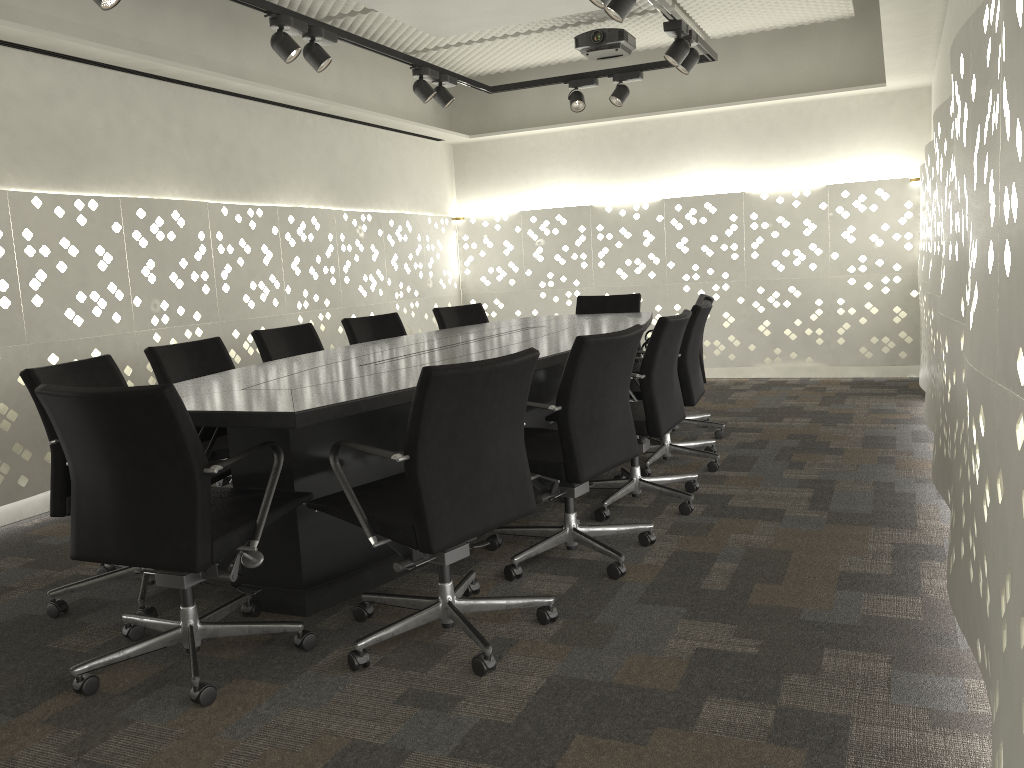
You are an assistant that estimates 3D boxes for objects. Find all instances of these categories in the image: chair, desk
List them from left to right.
[{"bbox_3d":[-1.164,0.292,2.816,0.579,0.757,0.559,-2,8,13],"label":"chair"},{"bbox_3d":[-0.856,0.344,2.290,0.559,0.757,0.579,1,9,28],"label":"chair"},{"bbox_3d":[-1.040,0.205,3.412,0.579,0.757,0.559,0,8,23],"label":"chair"},{"bbox_3d":[-0.839,0.105,4.070,0.579,0.757,0.559,1,9,28],"label":"chair"},{"bbox_3d":[-0.545,0.013,4.628,0.579,0.757,0.559,3,10,38],"label":"chair"},{"bbox_3d":[-0.216,0.301,2.329,0.579,0.757,0.559,4,10,43],"label":"chair"},{"bbox_3d":[-0.165,0.150,3.822,1.223,0.658,3.364,0,8,24],"label":"desk"},{"bbox_3d":[-0.132,-0.092,5.230,0.579,0.757,0.559,4,10,43],"label":"chair"},{"bbox_3d":[0.152,0.202,2.907,0.579,0.757,0.559,3,10,38],"label":"chair"},{"bbox_3d":[0.561,-0.158,5.421,0.559,0.757,0.579,1,9,28],"label":"chair"},{"bbox_3d":[0.453,0.104,3.504,0.579,0.757,0.559,1,9,28],"label":"chair"},{"bbox_3d":[0.683,0.007,4.126,0.579,0.757,0.559,0,8,23],"label":"chair"},{"bbox_3d":[0.844,-0.090,4.784,0.579,0.757,0.559,-2,8,13],"label":"chair"}]

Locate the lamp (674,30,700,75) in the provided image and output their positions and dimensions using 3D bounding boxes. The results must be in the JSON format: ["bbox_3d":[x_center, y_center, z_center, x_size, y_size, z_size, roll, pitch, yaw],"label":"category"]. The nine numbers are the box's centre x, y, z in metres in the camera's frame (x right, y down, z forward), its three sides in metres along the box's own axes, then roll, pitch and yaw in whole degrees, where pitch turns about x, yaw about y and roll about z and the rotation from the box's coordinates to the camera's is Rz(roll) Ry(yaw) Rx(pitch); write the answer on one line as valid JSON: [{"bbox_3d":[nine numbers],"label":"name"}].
[{"bbox_3d":[0.872,-1.676,4.466,0.126,0.224,0.213,0,8,27],"label":"lamp"}]

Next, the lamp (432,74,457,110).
[{"bbox_3d":[-0.382,-1.681,5.067,0.126,0.224,0.213,0,8,27],"label":"lamp"}]

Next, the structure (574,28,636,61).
[{"bbox_3d":[0.596,-2.156,5.627,0.327,0.144,0.371,0,8,24],"label":"structure"}]

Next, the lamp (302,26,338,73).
[{"bbox_3d":[-0.861,-1.507,3.973,0.126,0.224,0.213,0,8,27],"label":"lamp"}]

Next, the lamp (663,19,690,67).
[{"bbox_3d":[0.784,-1.643,4.263,0.126,0.224,0.213,0,8,27],"label":"lamp"}]

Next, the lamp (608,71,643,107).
[{"bbox_3d":[0.679,-1.776,5.302,0.214,0.224,0.118,-2,8,12],"label":"lamp"}]

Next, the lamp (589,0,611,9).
[{"bbox_3d":[0.316,-1.473,3.192,0.126,0.224,0.213,0,8,27],"label":"lamp"}]

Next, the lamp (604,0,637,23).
[{"bbox_3d":[0.404,-1.505,3.395,0.126,0.224,0.213,0,8,27],"label":"lamp"}]

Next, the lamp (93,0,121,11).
[{"bbox_3d":[-1.329,-1.336,2.902,0.126,0.224,0.213,0,8,27],"label":"lamp"}]

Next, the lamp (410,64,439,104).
[{"bbox_3d":[-0.471,-1.649,4.865,0.126,0.224,0.213,0,8,27],"label":"lamp"}]

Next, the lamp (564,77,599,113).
[{"bbox_3d":[0.415,-1.774,5.408,0.213,0.224,0.126,0,8,27],"label":"lamp"}]

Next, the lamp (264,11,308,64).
[{"bbox_3d":[-0.949,-1.475,3.770,0.126,0.224,0.213,0,8,27],"label":"lamp"}]
